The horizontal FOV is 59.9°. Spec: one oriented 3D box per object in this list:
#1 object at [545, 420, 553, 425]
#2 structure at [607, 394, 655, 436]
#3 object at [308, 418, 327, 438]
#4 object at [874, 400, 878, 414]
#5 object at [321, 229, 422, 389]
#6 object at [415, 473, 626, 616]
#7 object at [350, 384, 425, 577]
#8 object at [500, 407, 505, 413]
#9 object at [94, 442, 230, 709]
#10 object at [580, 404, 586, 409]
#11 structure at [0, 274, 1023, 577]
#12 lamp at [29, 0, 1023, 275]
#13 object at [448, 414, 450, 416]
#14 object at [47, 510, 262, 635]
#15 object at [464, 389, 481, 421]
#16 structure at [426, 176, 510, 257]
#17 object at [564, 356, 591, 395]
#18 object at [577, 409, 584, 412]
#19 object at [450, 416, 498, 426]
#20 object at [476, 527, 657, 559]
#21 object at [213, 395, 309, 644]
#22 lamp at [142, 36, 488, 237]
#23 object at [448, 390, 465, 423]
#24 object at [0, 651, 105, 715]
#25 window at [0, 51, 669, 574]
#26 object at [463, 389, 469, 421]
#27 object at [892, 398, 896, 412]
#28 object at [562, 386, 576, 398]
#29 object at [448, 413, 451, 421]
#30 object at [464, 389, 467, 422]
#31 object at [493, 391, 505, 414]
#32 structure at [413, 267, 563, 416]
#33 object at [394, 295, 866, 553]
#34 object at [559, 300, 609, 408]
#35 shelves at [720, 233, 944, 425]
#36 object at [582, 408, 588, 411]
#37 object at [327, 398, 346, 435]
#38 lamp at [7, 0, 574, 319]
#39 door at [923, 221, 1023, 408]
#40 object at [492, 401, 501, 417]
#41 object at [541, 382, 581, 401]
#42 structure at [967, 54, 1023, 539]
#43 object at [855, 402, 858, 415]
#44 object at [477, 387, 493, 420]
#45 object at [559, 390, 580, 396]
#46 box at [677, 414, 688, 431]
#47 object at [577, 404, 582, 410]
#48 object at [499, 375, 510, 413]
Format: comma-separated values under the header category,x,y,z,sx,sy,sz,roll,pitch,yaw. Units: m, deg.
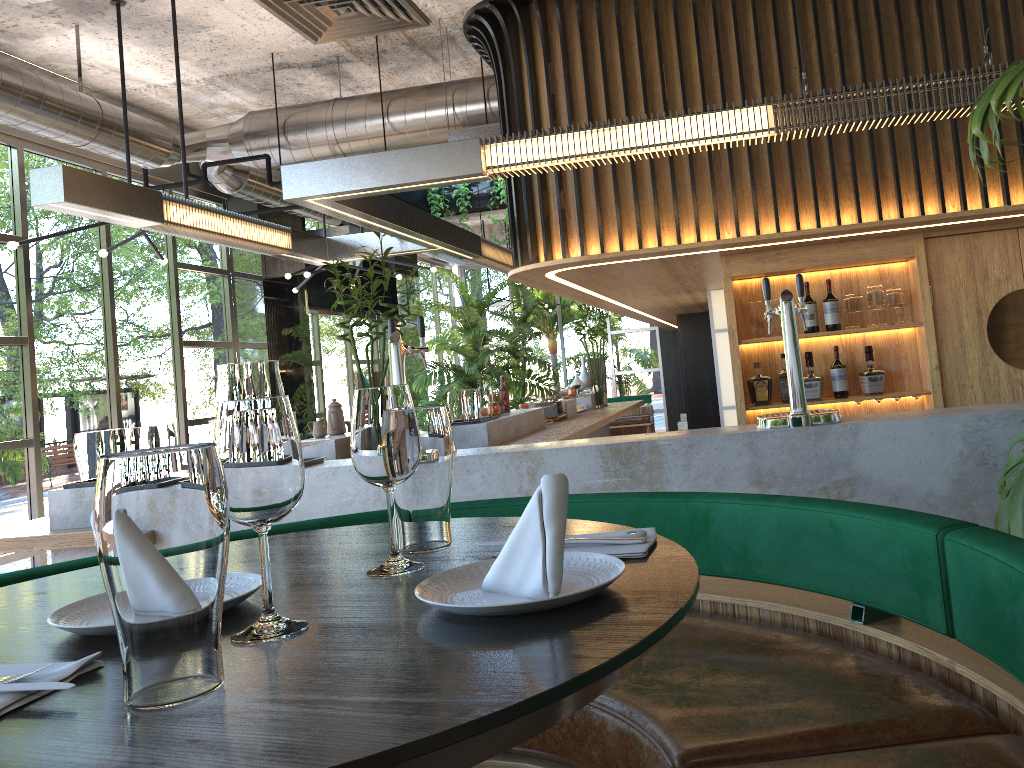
category,x,y,z,sx,sy,sz,roll,pitch,yaw
object,0.183,0.318,7.131,0.284,0.037,0.314,-5,1,41
structure,-0.525,0.679,7.651,5.919,1.552,20.459,-5,1,14
object,-1.204,0.275,5.525,0.097,0.119,0.089,-6,-2,21
object,2.084,0.198,5.055,0.095,0.245,0.089,-4,-3,-16
object,-0.839,-0.327,5.339,0.656,1.553,0.599,-6,-3,17
object,0.006,0.169,0.987,0.231,0.139,0.234,-6,-1,6
object,-0.165,0.125,1.188,0.088,0.245,0.097,-8,-4,40
object,-0.155,0.188,6.175,0.186,0.073,0.235,-6,0,32
object,-0.298,0.161,0.767,0.111,0.210,0.100,-3,-4,-43
object,0.677,0.235,8.936,0.139,0.057,0.068,-6,-1,29
structure,1.555,0.394,6.401,5.741,1.734,7.247,-6,0,13
lamp,0.995,-2.083,6.762,4.926,2.137,6.806,-6,0,7
object,-0.441,0.301,5.820,0.067,0.215,0.171,-8,-3,38
object,-0.422,0.210,1.062,0.222,0.139,0.243,-6,-1,35
object,-0.238,0.137,5.448,0.110,0.210,0.100,-4,-3,-33
structure,-0.355,-2.721,13.183,2.063,1.520,1.482,-6,-2,41
object,0.705,-0.086,9.300,0.330,0.398,0.305,-4,-2,-29
object,0.561,0.273,8.615,0.239,0.017,0.248,-5,1,13
object,-0.271,0.234,5.577,0.268,0.019,0.445,-5,1,13
object,0.067,0.216,1.204,0.250,0.019,0.160,-5,0,11
object,-0.264,0.137,0.935,0.095,0.245,0.089,-4,-3,-16
lamp,-0.404,-2.307,12.424,3.727,1.534,10.184,-6,0,12
object,-0.340,0.146,5.477,0.110,0.210,0.100,-4,-3,-33
object,-0.494,0.275,0.807,0.250,0.019,0.160,-5,0,11
window,-1.828,-1.686,7.970,4.063,6.507,20.712,-6,0,15
object,-0.254,0.137,5.574,0.111,0.210,0.100,-3,-4,-43
object,2.179,0.189,5.039,0.095,0.245,0.089,-4,-3,-16
object,0.556,0.078,8.690,0.161,0.107,0.086,-5,-2,-32
object,-0.413,0.300,5.890,0.073,0.210,0.068,-4,-3,-21
object,-0.284,0.139,5.703,0.110,0.210,0.100,-4,-3,-33
object,-0.103,0.137,6.431,0.108,0.162,0.102,-3,-3,-43
structure,-0.382,-0.292,14.574,2.448,3.444,2.647,-5,-2,-3
object,0.899,-0.126,3.157,0.101,0.503,4.319,-7,0,30
object,0.823,-0.527,9.282,0.614,1.553,0.639,-3,-4,-39
shelves,1.843,0.216,5.032,1.092,2.061,0.284,-6,-3,9
object,0.630,0.264,8.870,0.240,0.017,0.247,-5,1,11
object,-1.138,0.209,5.722,0.122,0.235,0.207,-4,-2,-18
lamp,-0.518,-2.094,8.019,4.992,1.827,19.228,-6,0,14
door,2.836,0.103,6.827,2.117,2.058,4.165,-6,0,14
object,-0.151,0.173,5.961,0.161,0.107,0.086,-5,-2,-32
object,0.455,0.076,8.444,0.205,0.135,0.824,-6,0,21
structure,2.027,-0.560,1.769,2.021,3.141,2.991,-6,-2,24
object,1.977,0.208,5.072,0.095,0.245,0.089,-4,-3,-16
object,-0.171,0.128,5.692,0.110,0.210,0.100,-4,-3,-33
object,0.593,0.088,9.063,0.186,0.073,0.235,-6,0,32
box,3.252,0.778,16.592,0.332,0.443,0.280,-5,-2,1
object,0.630,0.237,8.860,0.133,0.068,0.135,-6,0,12
object,-0.061,0.074,6.599,0.079,0.277,0.071,-2,-4,-42
